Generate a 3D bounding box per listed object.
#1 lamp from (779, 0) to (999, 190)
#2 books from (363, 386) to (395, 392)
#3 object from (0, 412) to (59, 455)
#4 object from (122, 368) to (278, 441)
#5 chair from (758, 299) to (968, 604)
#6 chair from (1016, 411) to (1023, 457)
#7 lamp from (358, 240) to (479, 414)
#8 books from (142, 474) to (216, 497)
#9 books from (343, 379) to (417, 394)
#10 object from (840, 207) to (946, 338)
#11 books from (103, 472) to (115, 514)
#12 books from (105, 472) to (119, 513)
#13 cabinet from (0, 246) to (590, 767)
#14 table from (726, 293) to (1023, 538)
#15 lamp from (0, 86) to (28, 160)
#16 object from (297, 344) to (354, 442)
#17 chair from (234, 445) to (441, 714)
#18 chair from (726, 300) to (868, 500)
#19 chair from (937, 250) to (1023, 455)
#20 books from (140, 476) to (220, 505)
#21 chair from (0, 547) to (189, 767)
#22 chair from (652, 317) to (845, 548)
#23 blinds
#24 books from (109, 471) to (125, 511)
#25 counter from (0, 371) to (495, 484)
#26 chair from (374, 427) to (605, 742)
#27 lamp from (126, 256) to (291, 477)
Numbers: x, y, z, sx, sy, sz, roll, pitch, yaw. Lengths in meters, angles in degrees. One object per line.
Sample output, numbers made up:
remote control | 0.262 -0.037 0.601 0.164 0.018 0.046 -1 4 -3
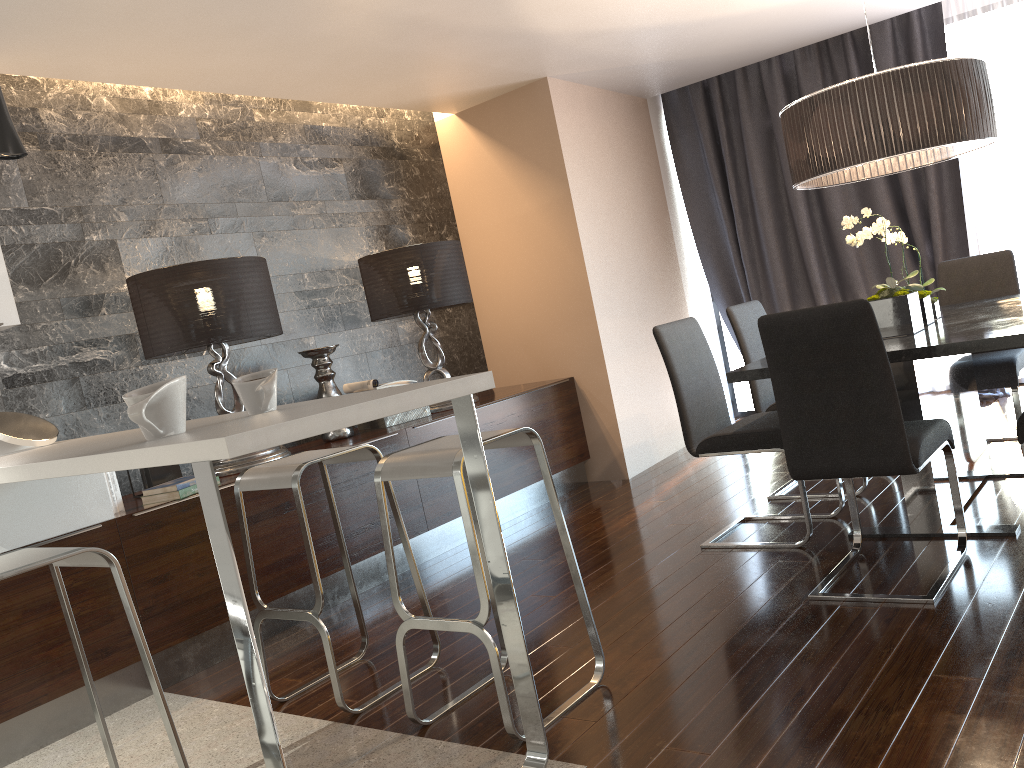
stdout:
lamp | 1.425 -1.416 3.515 0.840 1.104 0.767 -14 5 -27
books | -0.737 0.038 4.778 0.258 0.011 0.312 -12 4 -9
object | -1.960 0.122 3.224 0.437 0.298 0.544 -15 5 -39
object | -0.742 0.038 2.124 0.178 0.133 0.461 -8 5 40
chair | 1.192 0.184 2.968 0.405 0.965 0.602 -8 6 39
chair | 2.025 0.015 2.959 0.542 0.965 0.450 -8 6 38
lamp | -0.496 -0.313 5.121 0.618 0.934 0.566 -14 5 -25
books | -1.339 0.402 3.543 0.162 0.024 0.234 -10 4 18
books | -0.727 0.017 4.857 0.288 0.109 0.305 -15 5 -42
object | 1.530 -0.468 3.556 0.295 0.501 0.603 -9 5 35
books | -1.619 0.390 3.409 0.165 0.244 0.020 -8 6 37
books | -1.602 0.404 3.430 0.147 0.205 0.022 -8 6 37
cabinet | -0.813 -0.117 1.850 4.216 2.503 7.281 -8 5 39
table | 1.773 0.123 3.646 0.986 0.761 1.686 -8 5 39
lamp | -1.153 -0.893 1.834 0.055 0.846 0.061 -8 6 38
object | -0.947 0.050 4.552 0.211 0.486 0.205 -12 5 -4
chair | -0.610 0.634 2.970 0.398 0.801 0.453 -8 6 38
chair | 1.460 0.035 4.312 0.542 0.965 0.450 -8 6 38
chair | 2.301 -0.138 4.339 0.405 0.965 0.602 -8 6 39
books | -1.336 0.430 3.555 0.175 0.034 0.250 -10 4 17
chair | -1.070 0.796 1.992 0.398 0.801 0.453 -8 6 38
chair | 1.011 0.166 3.742 0.542 0.965 0.450 -8 6 38
blinds | 4.361 -1.571 4.866 7.149 2.897 0.783 -9 5 30
books | -1.606 0.384 3.459 0.166 0.243 0.025 -8 6 37
counter | -2.338 0.515 1.203 2.552 0.041 4.240 -8 5 39
chair | -0.084 0.555 2.565 0.398 0.801 0.453 -8 6 38
lamp | -1.337 -0.067 4.053 0.566 0.934 0.618 -9 5 29
